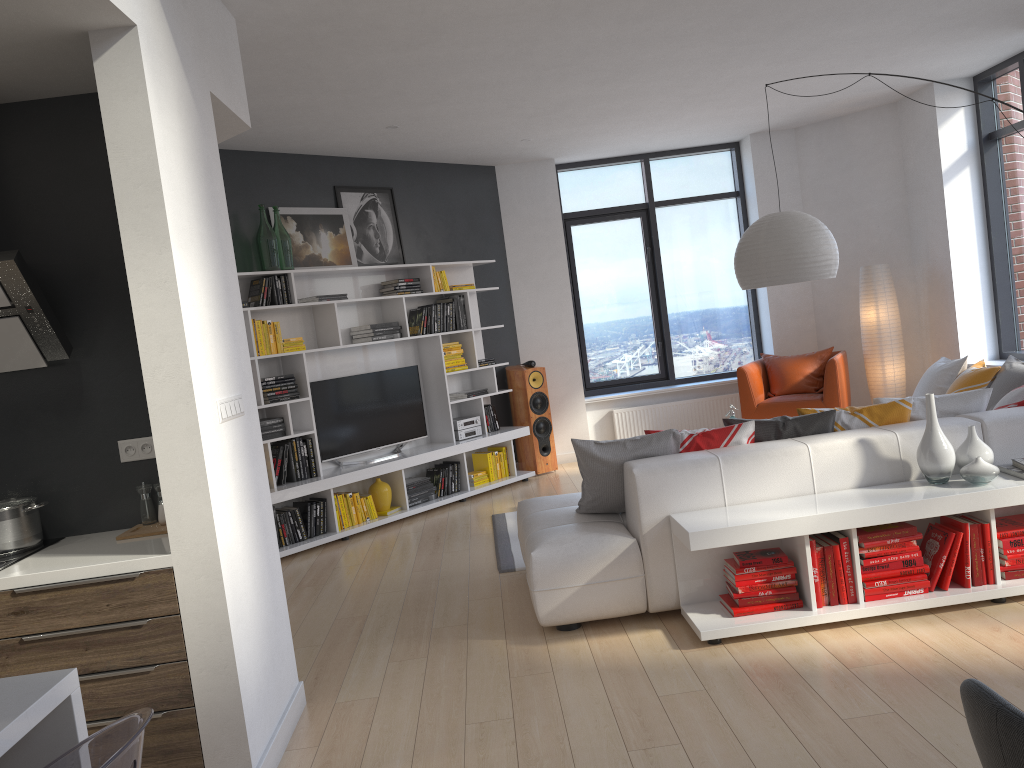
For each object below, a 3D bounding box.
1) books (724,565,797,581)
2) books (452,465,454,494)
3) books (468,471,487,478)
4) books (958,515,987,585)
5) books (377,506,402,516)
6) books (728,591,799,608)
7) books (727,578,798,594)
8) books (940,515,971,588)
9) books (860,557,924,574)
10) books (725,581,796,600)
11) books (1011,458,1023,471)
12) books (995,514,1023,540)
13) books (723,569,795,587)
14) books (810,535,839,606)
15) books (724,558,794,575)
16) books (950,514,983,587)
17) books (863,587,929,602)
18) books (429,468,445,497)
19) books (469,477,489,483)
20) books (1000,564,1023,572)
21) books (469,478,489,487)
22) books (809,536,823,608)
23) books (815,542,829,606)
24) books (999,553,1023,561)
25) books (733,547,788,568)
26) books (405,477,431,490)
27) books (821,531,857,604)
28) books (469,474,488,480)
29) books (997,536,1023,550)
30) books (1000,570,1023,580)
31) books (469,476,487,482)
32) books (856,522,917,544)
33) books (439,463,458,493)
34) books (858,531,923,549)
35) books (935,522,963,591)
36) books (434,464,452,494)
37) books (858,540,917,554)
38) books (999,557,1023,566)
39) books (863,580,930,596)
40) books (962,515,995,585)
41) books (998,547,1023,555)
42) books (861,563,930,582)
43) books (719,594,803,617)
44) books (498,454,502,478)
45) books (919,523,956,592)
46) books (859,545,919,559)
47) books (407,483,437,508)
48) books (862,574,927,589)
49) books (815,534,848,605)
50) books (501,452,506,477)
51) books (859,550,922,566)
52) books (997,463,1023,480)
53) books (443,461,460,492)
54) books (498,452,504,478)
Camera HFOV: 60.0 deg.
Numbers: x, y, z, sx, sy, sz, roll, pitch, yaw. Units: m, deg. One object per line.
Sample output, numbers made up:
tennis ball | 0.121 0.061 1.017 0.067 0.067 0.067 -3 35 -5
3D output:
books | 1.084 0.810 3.884 0.269 0.028 0.179 -8 4 -1
books | -0.568 0.820 7.633 0.179 0.243 0.068 -4 5 42
books | -0.340 0.804 7.889 0.138 0.026 0.186 -4 5 43
books | 1.992 0.719 3.854 0.028 0.266 0.188 -8 4 -2
books | -1.052 1.022 7.122 0.270 0.029 0.204 -6 4 28
books | 1.098 0.917 3.892 0.259 0.034 0.206 -7 4 1
books | 1.092 0.862 3.887 0.257 0.025 0.182 -8 4 -2
books | 1.923 0.721 3.844 0.046 0.282 0.199 -8 4 -2
books | 1.609 0.767 3.872 0.279 0.039 0.206 -8 4 -1
books | 1.085 0.889 3.882 0.266 0.026 0.187 -7 4 4
books | 2.326 0.344 3.842 0.238 0.027 0.188 -7 4 11
books | 2.213 0.627 3.913 0.301 0.032 0.227 -8 4 -2
books | 1.084 0.837 3.902 0.261 0.028 0.191 -8 4 -2
books | 1.347 0.806 3.852 0.034 0.259 0.207 -8 4 -2
books | 1.079 0.785 3.885 0.254 0.025 0.178 -8 4 -2
books | 1.961 0.719 3.862 0.038 0.270 0.215 -8 4 -2
books | 1.626 0.886 3.856 0.274 0.029 0.200 -8 4 -2
books | -0.650 0.840 7.553 0.187 0.234 0.096 -4 5 43
books | -0.326 0.852 7.888 0.148 0.011 0.196 -4 5 43
books | 2.224 0.772 3.878 0.266 0.026 0.187 -7 4 4
books | -0.320 0.875 7.886 0.147 0.033 0.190 -4 5 43
books | 1.277 0.799 3.845 0.036 0.294 0.208 -8 4 -2
books | 1.313 0.812 3.850 0.031 0.255 0.181 -8 4 -2
books | 2.226 0.723 3.874 0.236 0.023 0.178 -8 4 -2
books | 1.083 0.758 3.875 0.206 0.029 0.152 -7 4 4
books | -0.869 0.833 7.387 0.250 0.047 0.310 -5 5 38
books | 1.417 0.781 3.849 0.049 0.291 0.214 -8 4 -2
books | -0.326 0.823 7.884 0.134 0.014 0.187 -4 5 43
books | 2.224 0.663 3.891 0.279 0.039 0.206 -8 4 -3
books | 2.237 0.800 3.889 0.259 0.034 0.206 -7 4 1
books | -0.317 0.838 7.870 0.113 0.018 0.169 -4 5 44
books | 1.581 0.633 3.852 0.259 0.034 0.206 -8 4 -5
books | -0.547 0.810 7.663 0.191 0.249 0.084 -4 5 43
books | 1.603 0.661 3.846 0.266 0.026 0.187 -8 4 -7
books | 1.863 0.745 3.843 0.115 0.245 0.192 -8 4 -2
books | -0.591 0.817 7.617 0.192 0.254 0.075 -4 5 42
books | 1.587 0.688 3.854 0.257 0.025 0.182 -8 4 -2
books | 2.231 0.745 3.884 0.257 0.025 0.182 -8 4 -2
books | 1.626 0.858 3.837 0.282 0.030 0.188 -8 4 -1
books | 2.019 0.714 3.840 0.028 0.269 0.181 -8 4 -2
books | 2.232 0.696 3.877 0.261 0.027 0.191 -7 4 2
books | 1.619 0.801 3.873 0.301 0.032 0.227 -8 4 -2
books | 1.087 0.952 3.886 0.301 0.032 0.227 -8 4 -2
books | -0.174 0.739 8.065 0.169 0.239 0.023 -4 5 43
books | 1.822 0.749 3.849 0.144 0.247 0.188 -8 4 -2
books | 1.609 0.709 3.847 0.236 0.023 0.178 -8 4 -2
books | -0.837 0.922 7.383 0.277 0.137 0.343 -5 5 38
books | 1.621 0.831 3.839 0.266 0.026 0.187 -8 4 -2
books | 1.385 0.801 3.843 0.042 0.259 0.195 -8 4 -2
books | -0.140 0.734 8.102 0.172 0.234 0.024 -4 5 43
books | 1.603 0.735 3.853 0.261 0.027 0.191 -8 4 -6
books | 2.329 0.368 3.868 0.300 0.026 0.245 -7 4 3
books | -0.525 0.801 7.688 0.197 0.260 0.066 -4 5 43
books | -0.155 0.738 8.080 0.172 0.234 0.024 -4 5 43
